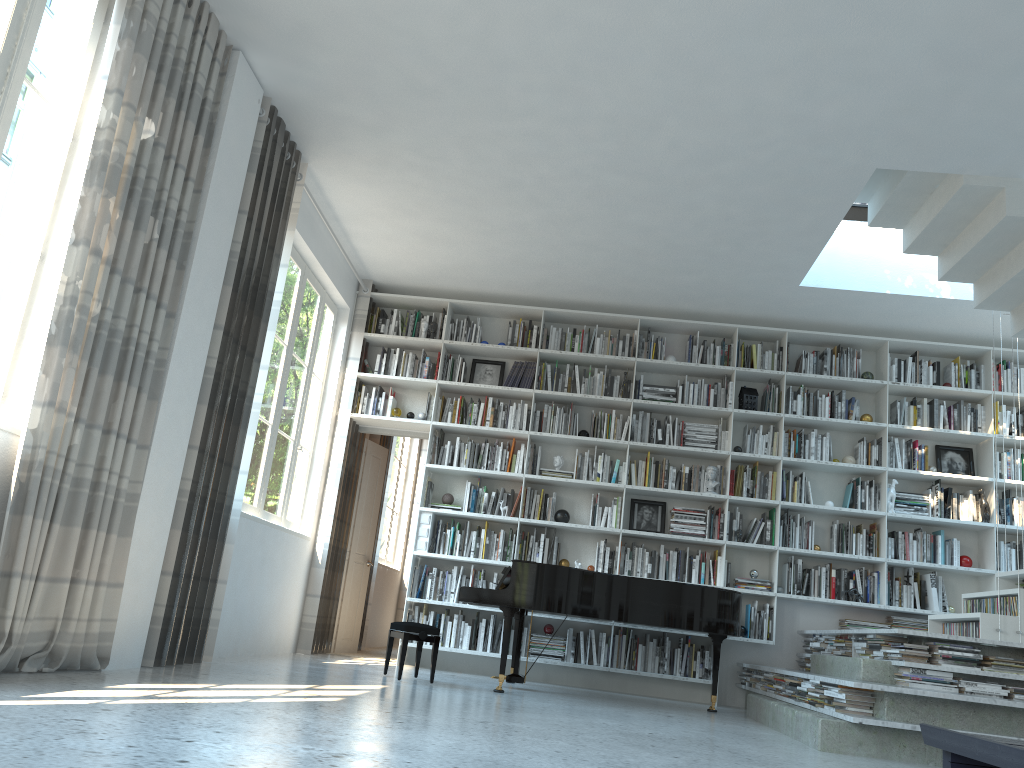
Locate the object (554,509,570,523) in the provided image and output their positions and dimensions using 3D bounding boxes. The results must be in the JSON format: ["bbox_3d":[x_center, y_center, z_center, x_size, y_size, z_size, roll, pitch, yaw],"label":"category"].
[{"bbox_3d":[0.423,1.124,7.474,0.134,0.135,0.134,17,-18,-34],"label":"object"}]

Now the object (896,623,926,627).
[{"bbox_3d":[3.159,1.930,7.103,0.254,0.005,0.161,6,-15,5],"label":"object"}]

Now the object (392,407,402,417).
[{"bbox_3d":[-1.008,0.249,7.760,0.087,0.087,0.087,17,-18,-34],"label":"object"}]

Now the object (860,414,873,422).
[{"bbox_3d":[2.981,0.301,7.458,0.100,0.101,0.101,11,-16,-16],"label":"object"}]

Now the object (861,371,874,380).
[{"bbox_3d":[3.023,-0.054,7.545,0.104,0.105,0.104,17,-18,-34],"label":"object"}]

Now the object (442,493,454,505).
[{"bbox_3d":[-0.547,0.987,7.576,0.105,0.106,0.105,11,-16,-16],"label":"object"}]

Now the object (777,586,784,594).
[{"bbox_3d":[2.174,1.677,7.206,0.072,0.072,0.071,17,-18,-34],"label":"object"}]

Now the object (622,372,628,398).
[{"bbox_3d":[0.974,0.019,7.612,0.075,0.254,0.075,11,-15,-15],"label":"object"}]

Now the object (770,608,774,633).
[{"bbox_3d":[2.070,1.922,7.085,0.011,0.259,0.142,6,-15,5],"label":"object"}]

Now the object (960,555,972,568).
[{"bbox_3d":[3.656,1.443,7.164,0.115,0.116,0.115,11,-16,-16],"label":"object"}]

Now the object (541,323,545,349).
[{"bbox_3d":[0.276,-0.380,7.918,0.012,0.284,0.160,6,-15,5],"label":"object"}]

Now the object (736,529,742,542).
[{"bbox_3d":[1.845,1.234,7.203,0.054,0.113,0.079,6,-15,4],"label":"object"}]

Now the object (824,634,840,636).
[{"bbox_3d":[2.406,1.845,6.487,0.159,0.007,0.286,6,-15,2],"label":"object"}]

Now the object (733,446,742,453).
[{"bbox_3d":[1.895,0.557,7.446,0.072,0.072,0.071,17,-18,-34],"label":"object"}]

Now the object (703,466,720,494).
[{"bbox_3d":[1.655,0.804,7.358,0.137,0.243,0.138,15,-17,-28],"label":"object"}]

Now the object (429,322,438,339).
[{"bbox_3d":[-0.701,-0.459,7.849,0.068,0.197,0.067,20,-19,-40],"label":"object"}]

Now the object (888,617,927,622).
[{"bbox_3d":[3.167,1.888,7.112,0.254,0.005,0.161,5,-15,6],"label":"object"}]

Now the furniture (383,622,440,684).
[{"bbox_3d":[-0.647,1.716,5.711,0.240,0.352,0.468,12,-16,-19],"label":"furniture"}]

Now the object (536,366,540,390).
[{"bbox_3d":[0.231,-0.014,7.821,0.012,0.253,0.161,6,-15,5],"label":"object"}]

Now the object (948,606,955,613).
[{"bbox_3d":[3.508,1.810,7.099,0.072,0.072,0.071,17,-18,-34],"label":"object"}]

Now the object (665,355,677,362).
[{"bbox_3d":[1.384,-0.198,7.746,0.105,0.105,0.105,11,-16,-16],"label":"object"}]

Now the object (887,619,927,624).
[{"bbox_3d":[3.165,1.905,7.110,0.254,0.005,0.161,6,-15,5],"label":"object"}]

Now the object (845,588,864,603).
[{"bbox_3d":[2.710,1.671,7.019,0.160,0.113,0.065,9,-15,-7],"label":"object"}]

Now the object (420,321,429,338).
[{"bbox_3d":[-0.781,-0.467,7.856,0.068,0.197,0.067,20,-19,-40],"label":"object"}]

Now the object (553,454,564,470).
[{"bbox_3d":[0.397,0.678,7.619,0.095,0.156,0.121,2,-16,19],"label":"object"}]

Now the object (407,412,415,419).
[{"bbox_3d":[-0.891,0.281,7.795,0.071,0.072,0.071,11,-16,-16],"label":"object"}]

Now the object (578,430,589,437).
[{"bbox_3d":[0.615,0.443,7.627,0.097,0.098,0.097,17,-18,-34],"label":"object"}]

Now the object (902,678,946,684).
[{"bbox_3d":[2.307,1.664,4.964,0.204,0.004,0.140,5,-15,8],"label":"object"}]

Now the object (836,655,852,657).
[{"bbox_3d":[2.377,1.902,6.174,0.145,0.010,0.267,7,-15,1],"label":"object"}]

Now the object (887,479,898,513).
[{"bbox_3d":[3.085,0.914,7.204,0.087,0.287,0.075,-5,-19,39],"label":"object"}]

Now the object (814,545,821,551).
[{"bbox_3d":[2.495,1.355,7.277,0.072,0.072,0.071,17,-18,-34],"label":"object"}]

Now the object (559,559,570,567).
[{"bbox_3d":[0.434,1.503,7.382,0.091,0.091,0.091,11,-16,-16],"label":"object"}]

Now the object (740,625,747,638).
[{"bbox_3d":[1.822,1.969,7.053,0.094,0.094,0.094,17,-18,-34],"label":"object"}]

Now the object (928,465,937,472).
[{"bbox_3d":[3.481,0.723,7.367,0.092,0.092,0.091,17,-18,-34],"label":"object"}]

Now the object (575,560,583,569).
[{"bbox_3d":[0.549,1.496,7.307,0.060,0.094,0.078,1,-16,21],"label":"object"}]

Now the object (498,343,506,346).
[{"bbox_3d":[-0.091,-0.328,7.889,0.083,0.083,0.083,11,-16,-16],"label":"object"}]

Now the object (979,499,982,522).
[{"bbox_3d":[3.817,1.061,7.280,0.022,0.211,0.179,6,-15,5],"label":"object"}]

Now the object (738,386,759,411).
[{"bbox_3d":[2.019,0.141,7.580,0.135,0.247,0.136,8,-15,-4],"label":"object"}]

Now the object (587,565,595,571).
[{"bbox_3d":[0.652,1.527,7.317,0.061,0.062,0.061,17,-18,-34],"label":"object"}]

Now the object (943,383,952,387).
[{"bbox_3d":[3.670,0.024,7.480,0.072,0.072,0.071,17,-18,-34],"label":"object"}]

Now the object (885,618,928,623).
[{"bbox_3d":[3.166,1.894,7.113,0.285,0.005,0.160,6,-15,5],"label":"object"}]

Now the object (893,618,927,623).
[{"bbox_3d":[3.165,1.899,7.111,0.254,0.005,0.161,6,-15,5],"label":"object"}]

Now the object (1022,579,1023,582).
[{"bbox_3d":[3.673,1.374,6.172,0.161,0.025,0.175,4,-15,9],"label":"object"}]

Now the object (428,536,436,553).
[{"bbox_3d":[-0.665,1.338,7.364,0.045,0.146,0.045,-7,-20,42],"label":"object"}]

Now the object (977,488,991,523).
[{"bbox_3d":[3.811,0.989,7.156,0.087,0.287,0.075,-5,-19,39],"label":"object"}]

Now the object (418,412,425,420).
[{"bbox_3d":[-0.788,0.285,7.766,0.071,0.072,0.071,11,-16,-16],"label":"object"}]

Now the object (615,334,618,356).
[{"bbox_3d":[0.922,-0.300,7.851,0.010,0.246,0.157,6,-15,5],"label":"object"}]

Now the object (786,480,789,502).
[{"bbox_3d":[2.290,0.918,7.428,0.013,0.207,0.140,6,-15,5],"label":"object"}]

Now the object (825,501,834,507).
[{"bbox_3d":[2.622,1.001,7.329,0.072,0.072,0.071,17,-18,-34],"label":"object"}]

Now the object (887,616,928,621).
[{"bbox_3d":[3.167,1.881,7.104,0.285,0.005,0.160,4,-15,10],"label":"object"}]

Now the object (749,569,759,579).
[{"bbox_3d":[1.959,1.537,7.176,0.072,0.072,0.071,17,-18,-34],"label":"object"}]

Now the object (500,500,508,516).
[{"bbox_3d":[-0.071,1.038,7.386,0.082,0.139,0.044,10,-15,-10],"label":"object"}]

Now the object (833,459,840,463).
[{"bbox_3d":[2.714,0.661,7.438,0.068,0.068,0.068,11,-16,-16],"label":"object"}]

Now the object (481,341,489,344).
[{"bbox_3d":[-0.247,-0.343,7.903,0.083,0.083,0.083,11,-16,-16],"label":"object"}]

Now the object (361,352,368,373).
[{"bbox_3d":[-1.330,-0.189,7.954,0.035,0.294,0.177,6,-15,5],"label":"object"}]

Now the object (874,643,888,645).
[{"bbox_3d":[2.348,1.616,5.480,0.142,0.006,0.204,6,-15,3],"label":"object"}]

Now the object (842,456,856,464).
[{"bbox_3d":[2.832,0.658,7.455,0.112,0.112,0.112,11,-16,-16],"label":"object"}]

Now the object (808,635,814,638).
[{"bbox_3d":[2.459,2.020,7.056,0.131,0.024,0.291,5,-15,7],"label":"object"}]
